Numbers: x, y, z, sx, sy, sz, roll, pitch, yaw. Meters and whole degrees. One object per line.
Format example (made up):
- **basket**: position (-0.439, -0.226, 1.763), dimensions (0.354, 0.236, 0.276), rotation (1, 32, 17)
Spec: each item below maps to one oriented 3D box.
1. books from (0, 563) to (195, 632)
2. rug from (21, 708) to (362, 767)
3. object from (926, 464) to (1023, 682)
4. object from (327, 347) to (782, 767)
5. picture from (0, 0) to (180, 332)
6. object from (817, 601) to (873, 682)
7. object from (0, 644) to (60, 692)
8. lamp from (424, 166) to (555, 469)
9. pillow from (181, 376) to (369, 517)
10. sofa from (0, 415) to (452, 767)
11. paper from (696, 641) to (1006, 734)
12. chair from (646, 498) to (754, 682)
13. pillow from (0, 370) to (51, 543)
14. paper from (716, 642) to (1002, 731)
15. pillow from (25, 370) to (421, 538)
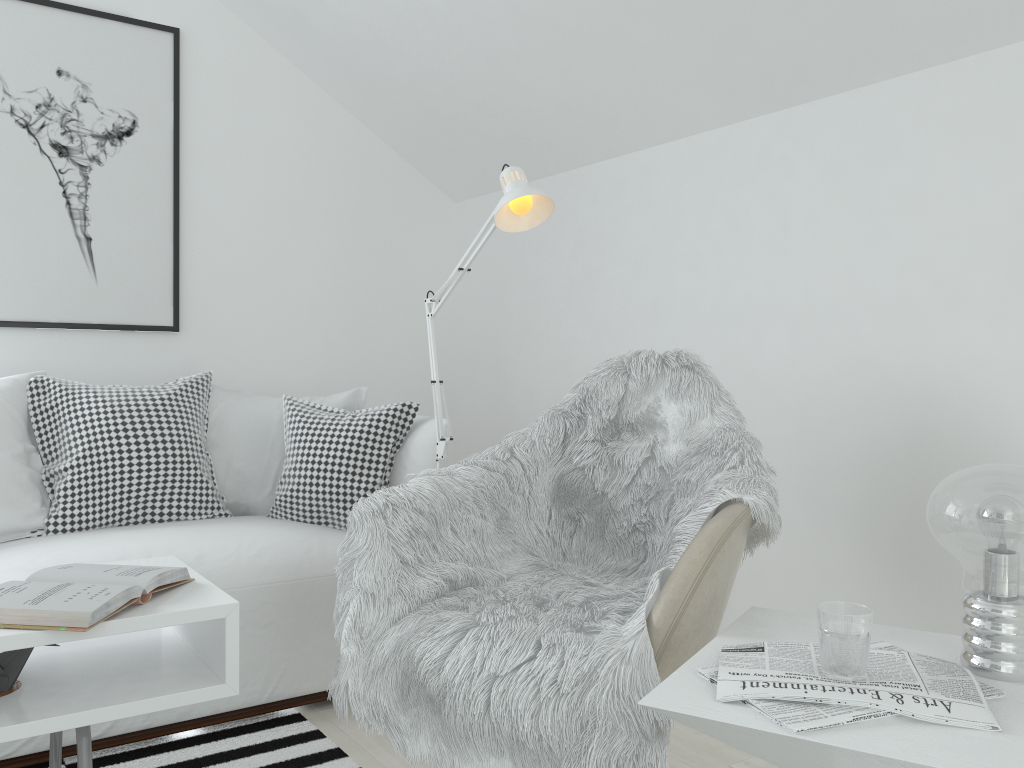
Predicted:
- **books**: position (-0.737, 0.353, 1.526), dimensions (0.231, 0.040, 0.342), rotation (1, 1, 7)
- **rug**: position (-0.573, 0.903, 0.738), dimensions (1.846, 0.004, 4.362), rotation (0, 1, -35)
- **object**: position (0.657, 0.247, 1.191), dimensions (0.185, 0.279, 0.185), rotation (0, 1, -41)
- **object**: position (0.140, 0.313, 1.801), dimensions (0.784, 0.789, 0.954), rotation (1, 1, 36)
- **picture**: position (-1.478, -0.719, 2.942), dimensions (0.720, 1.072, 0.015), rotation (0, 1, -35)
- **object**: position (0.422, 0.327, 1.127), dimensions (0.067, 0.087, 0.067), rotation (0, 1, -37)
- **object**: position (-0.887, 0.466, 1.476), dimensions (0.186, 0.088, 0.194), rotation (2, 2, 44)
- **lamp**: position (-0.103, 0.194, 2.133), dimensions (0.196, 1.373, 0.527), rotation (0, 1, -30)
- **pillow**: position (-0.783, 0.225, 2.902), dimensions (0.623, 0.498, 0.333), rotation (0, 1, -1)
- **sofa**: position (-1.463, 0.483, 2.238), dimensions (2.647, 0.768, 0.917), rotation (0, 1, -35)
- **paper**: position (0.424, 0.378, 1.129), dimensions (0.312, 0.015, 0.205), rotation (0, 1, -20)
- **chair**: position (0.145, 0.418, 1.808), dimensions (0.719, 0.941, 0.776), rotation (1, 1, 30)
- **pillow**: position (-1.558, 0.214, 2.384), dimensions (0.599, 0.505, 0.391), rotation (0, 1, -35)
- **paper**: position (0.424, 0.375, 1.129), dimensions (0.312, 0.024, 0.205), rotation (1, 1, 15)
- **pillow**: position (-1.483, 0.220, 2.265), dimensions (2.488, 0.513, 0.676), rotation (0, 1, -33)
